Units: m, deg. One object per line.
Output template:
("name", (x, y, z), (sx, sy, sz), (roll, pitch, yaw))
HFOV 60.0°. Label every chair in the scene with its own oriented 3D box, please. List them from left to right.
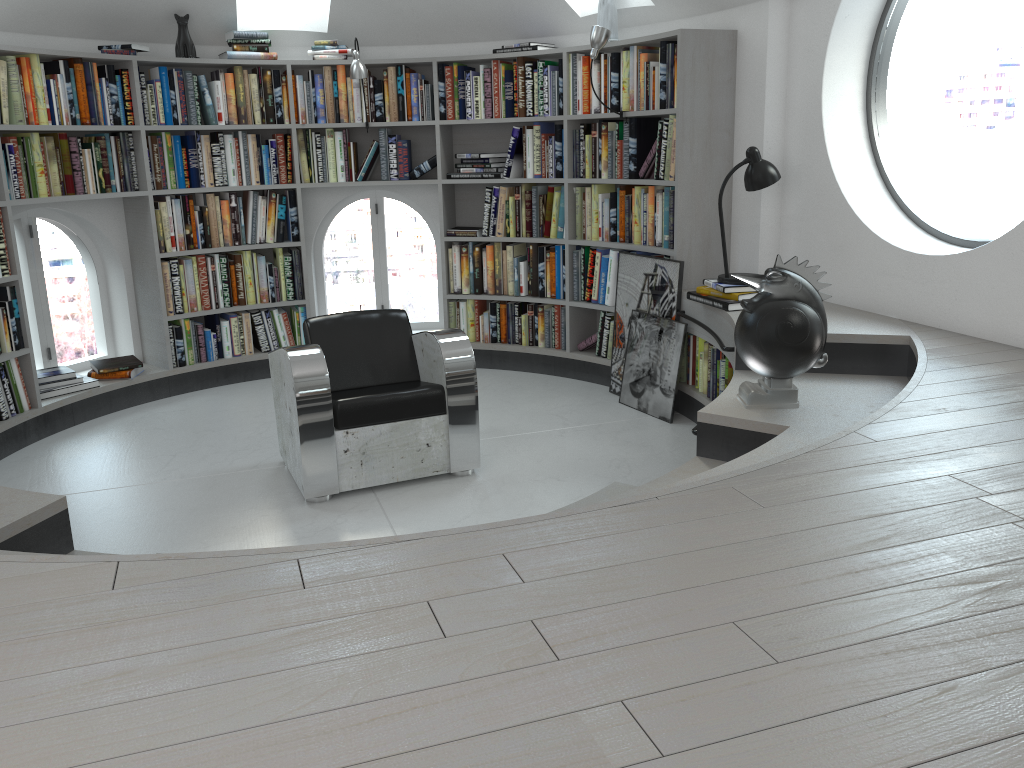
("chair", (-0.674, 0.052, 4.225), (0.824, 0.714, 0.745), (-8, 16, -23))

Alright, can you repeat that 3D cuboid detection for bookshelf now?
("bookshelf", (-1.169, -0.981, 5.200), (4.337, 1.867, 2.121), (-6, 15, -18))

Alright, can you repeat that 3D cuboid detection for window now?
("window", (-1.921, -0.723, 5.927), (3.238, 1.143, 0.620), (-11, 17, -32))
("window", (2.034, -1.305, 3.713), (0.104, 1.460, 1.479), (-6, 15, -18))

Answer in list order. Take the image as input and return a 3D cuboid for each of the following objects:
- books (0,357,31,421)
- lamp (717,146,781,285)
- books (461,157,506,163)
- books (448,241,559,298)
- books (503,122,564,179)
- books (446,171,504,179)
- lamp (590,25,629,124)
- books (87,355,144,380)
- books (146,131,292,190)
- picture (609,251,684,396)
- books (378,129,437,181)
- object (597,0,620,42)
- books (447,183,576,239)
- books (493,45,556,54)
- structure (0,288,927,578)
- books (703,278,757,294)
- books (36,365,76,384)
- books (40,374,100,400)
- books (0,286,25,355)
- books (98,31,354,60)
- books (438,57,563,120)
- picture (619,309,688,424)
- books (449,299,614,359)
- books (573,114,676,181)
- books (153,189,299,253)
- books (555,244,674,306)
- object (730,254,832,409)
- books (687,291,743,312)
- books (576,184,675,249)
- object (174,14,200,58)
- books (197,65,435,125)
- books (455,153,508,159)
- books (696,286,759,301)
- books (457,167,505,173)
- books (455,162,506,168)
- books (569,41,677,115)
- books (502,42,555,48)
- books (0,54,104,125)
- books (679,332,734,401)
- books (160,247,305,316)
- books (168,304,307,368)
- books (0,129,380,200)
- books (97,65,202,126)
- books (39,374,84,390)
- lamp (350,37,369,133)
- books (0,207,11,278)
("books", (-2.736, 0.095, 4.365), (0.283, 0.317, 0.924), (-2, 15, 0))
("lamp", (1.162, -0.831, 4.364), (0.322, 0.656, 0.235), (-2, 14, -3))
("books", (-0.191, -1.502, 5.953), (0.227, 0.036, 0.214), (8, 18, 30))
("books", (-0.025, -0.791, 5.998), (0.872, 0.348, 0.273), (5, 15, 22))
("books", (0.219, -1.509, 5.722), (0.554, 0.348, 0.257), (6, 16, 27))
("books", (-0.189, -1.410, 5.975), (0.388, 0.042, 0.368), (4, 16, 21))
("lamp", (0.561, -1.729, 4.972), (0.276, 0.522, 0.113), (-9, 15, -27))
("books", (-2.427, -0.094, 5.443), (0.318, 0.099, 0.293), (-6, 16, -16))
("books", (-1.901, -1.448, 5.713), (1.030, 0.356, 0.302), (-11, 17, -32))
("picture", (0.764, -0.308, 5.119), (0.090, 0.857, 0.581), (-9, 16, -28))
("books", (-0.677, -1.549, 5.977), (0.399, 0.338, 0.226), (-1, 14, 1))
("object", (0.557, -2.231, 5.187), (0.179, 0.469, 0.180), (-4, 14, -9))
("books", (0.038, -1.150, 5.866), (0.974, 0.350, 0.253), (5, 16, 23))
("books", (0.104, -2.124, 5.667), (0.336, 0.036, 0.318), (8, 18, 33))
("structure", (-0.705, 0.090, 4.108), (4.714, 0.688, 4.737), (6, 17, 26))
("books", (1.135, -0.497, 4.439), (0.269, 0.031, 0.288), (-4, 15, -8))
("books", (-2.689, -0.054, 5.171), (0.214, 0.036, 0.227), (-15, 20, -40))
("books", (-2.688, 0.009, 5.186), (0.389, 0.042, 0.367), (10, 19, 37))
("books", (-2.681, -0.008, 4.008), (0.391, 0.691, 1.652), (-4, 15, -8))
("books", (-2.147, -1.965, 5.031), (0.749, 0.172, 2.826), (12, 20, 40))
("books", (-0.037, -1.902, 5.725), (0.970, 0.365, 0.308), (5, 16, 24))
("picture", (0.784, -0.106, 4.978), (0.107, 0.551, 0.492), (-9, 16, -27))
("books", (0.216, -0.400, 5.919), (1.500, 0.309, 0.361), (8, 17, 32))
("books", (0.744, -1.381, 5.194), (0.280, 0.356, 1.057), (-10, 17, -32))
("books", (-1.869, -1.073, 5.767), (1.000, 0.349, 0.298), (-12, 17, -34))
("books", (0.721, -0.652, 5.418), (0.304, 0.356, 1.189), (-12, 18, -36))
("object", (0.994, -0.201, 3.294), (0.321, 0.559, 0.321), (12, 19, 43))
("books", (1.137, -0.430, 4.455), (0.366, 0.042, 0.390), (-6, 16, -18))
("books", (0.763, -1.009, 5.282), (0.276, 0.345, 1.025), (-11, 17, -32))
("object", (-1.997, -2.123, 5.436), (0.147, 0.263, 0.203), (-7, 15, -21))
("books", (-1.262, -1.892, 5.811), (1.566, 0.364, 0.396), (-5, 15, -13))
("books", (-0.192, -1.533, 5.946), (0.270, 0.031, 0.287), (-13, 19, -37))
("books", (1.136, -0.465, 4.446), (0.287, 0.034, 0.306), (-10, 17, -27))
("books", (-0.190, -1.442, 5.968), (0.286, 0.031, 0.271), (3, 16, 16))
("books", (-0.190, -1.472, 5.960), (0.286, 0.031, 0.271), (8, 18, 30))
("books", (0.729, -1.754, 5.114), (0.293, 0.360, 1.018), (-12, 18, -35))
("books", (0.103, -2.151, 5.661), (0.248, 0.027, 0.234), (13, 21, 42))
("books", (-2.611, -1.588, 4.818), (0.269, 0.370, 0.797), (5, 16, 24))
("books", (1.116, -0.031, 4.469), (0.272, 0.296, 1.155), (-3, 15, -4))
("books", (-1.848, -0.702, 5.866), (1.034, 0.355, 0.294), (-11, 17, -32))
("books", (-1.851, -0.348, 5.938), (1.021, 0.304, 0.289), (-11, 17, -33))
("books", (-1.965, -1.370, 5.455), (2.536, 0.368, 0.593), (-13, 19, -36))
("books", (-2.231, -1.736, 5.369), (0.685, 0.344, 0.266), (-14, 19, -40))
("books", (-2.689, -0.024, 5.178), (0.270, 0.031, 0.287), (-15, 20, -40))
("lamp", (-0.970, -1.885, 5.623), (0.113, 0.563, 0.360), (-4, 14, -11))
("books", (-2.718, -0.610, 4.134), (0.260, 0.357, 1.027), (-2, 15, -1))
